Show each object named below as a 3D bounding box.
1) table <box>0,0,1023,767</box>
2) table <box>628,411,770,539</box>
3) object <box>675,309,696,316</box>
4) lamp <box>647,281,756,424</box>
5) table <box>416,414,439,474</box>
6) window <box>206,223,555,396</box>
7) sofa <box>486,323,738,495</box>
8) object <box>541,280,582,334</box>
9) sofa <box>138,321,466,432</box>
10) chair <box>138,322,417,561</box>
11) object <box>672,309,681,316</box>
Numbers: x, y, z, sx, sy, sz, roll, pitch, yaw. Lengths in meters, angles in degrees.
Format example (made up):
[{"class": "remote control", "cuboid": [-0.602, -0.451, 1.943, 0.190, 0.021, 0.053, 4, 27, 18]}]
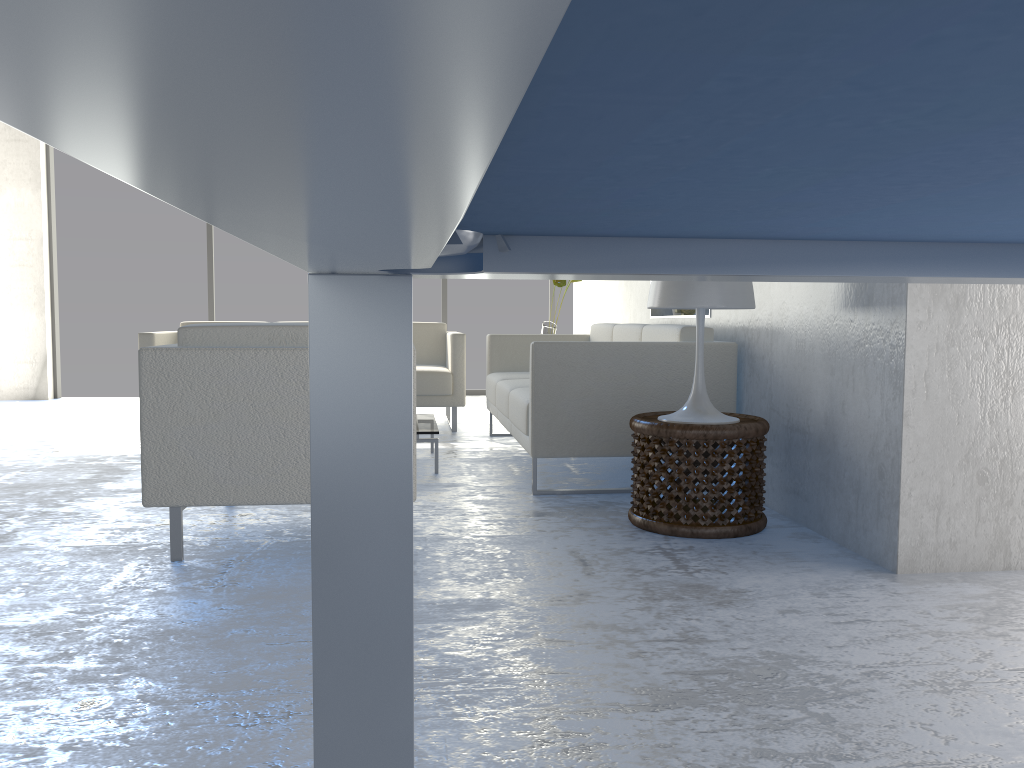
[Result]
[{"class": "table", "cuboid": [0.897, 0.200, 0.532, 2.095, 0.835, 1.180, 0, 4, -7]}, {"class": "table", "cuboid": [0.615, 0.289, 2.942, 0.452, 0.358, 0.452, -2, 5, -32]}, {"class": "object", "cuboid": [0.863, -0.424, 4.459, 0.088, 0.179, 0.163, -1, 4, -17]}, {"class": "lamp", "cuboid": [0.618, -0.171, 2.911, 0.347, 0.582, 0.347, -3, 5, -38]}, {"class": "table", "cuboid": [-0.743, 0.276, 4.157, 0.773, 0.190, 0.730, 0, 4, -7]}, {"class": "window", "cuboid": [-0.565, -1.130, 7.786, 4.080, 2.477, 0.037, 0, 4, -7]}, {"class": "sofa", "cuboid": [0.351, 0.035, 4.314, 0.821, 0.658, 1.881, 0, 4, -7]}, {"class": "object", "cuboid": [0.271, -0.236, 5.370, 0.387, 1.051, 0.400, 2, 4, 21]}, {"class": "sofa", "cuboid": [-1.257, -0.064, 5.592, 1.881, 0.658, 0.821, 0, 4, -7]}, {"class": "chair", "cuboid": [-0.690, 0.133, 2.859, 0.748, 0.662, 0.821, 0, 4, -7]}, {"class": "object", "cuboid": [0.871, -0.409, 4.612, 0.086, 0.128, 0.086, 1, 4, 4]}]
